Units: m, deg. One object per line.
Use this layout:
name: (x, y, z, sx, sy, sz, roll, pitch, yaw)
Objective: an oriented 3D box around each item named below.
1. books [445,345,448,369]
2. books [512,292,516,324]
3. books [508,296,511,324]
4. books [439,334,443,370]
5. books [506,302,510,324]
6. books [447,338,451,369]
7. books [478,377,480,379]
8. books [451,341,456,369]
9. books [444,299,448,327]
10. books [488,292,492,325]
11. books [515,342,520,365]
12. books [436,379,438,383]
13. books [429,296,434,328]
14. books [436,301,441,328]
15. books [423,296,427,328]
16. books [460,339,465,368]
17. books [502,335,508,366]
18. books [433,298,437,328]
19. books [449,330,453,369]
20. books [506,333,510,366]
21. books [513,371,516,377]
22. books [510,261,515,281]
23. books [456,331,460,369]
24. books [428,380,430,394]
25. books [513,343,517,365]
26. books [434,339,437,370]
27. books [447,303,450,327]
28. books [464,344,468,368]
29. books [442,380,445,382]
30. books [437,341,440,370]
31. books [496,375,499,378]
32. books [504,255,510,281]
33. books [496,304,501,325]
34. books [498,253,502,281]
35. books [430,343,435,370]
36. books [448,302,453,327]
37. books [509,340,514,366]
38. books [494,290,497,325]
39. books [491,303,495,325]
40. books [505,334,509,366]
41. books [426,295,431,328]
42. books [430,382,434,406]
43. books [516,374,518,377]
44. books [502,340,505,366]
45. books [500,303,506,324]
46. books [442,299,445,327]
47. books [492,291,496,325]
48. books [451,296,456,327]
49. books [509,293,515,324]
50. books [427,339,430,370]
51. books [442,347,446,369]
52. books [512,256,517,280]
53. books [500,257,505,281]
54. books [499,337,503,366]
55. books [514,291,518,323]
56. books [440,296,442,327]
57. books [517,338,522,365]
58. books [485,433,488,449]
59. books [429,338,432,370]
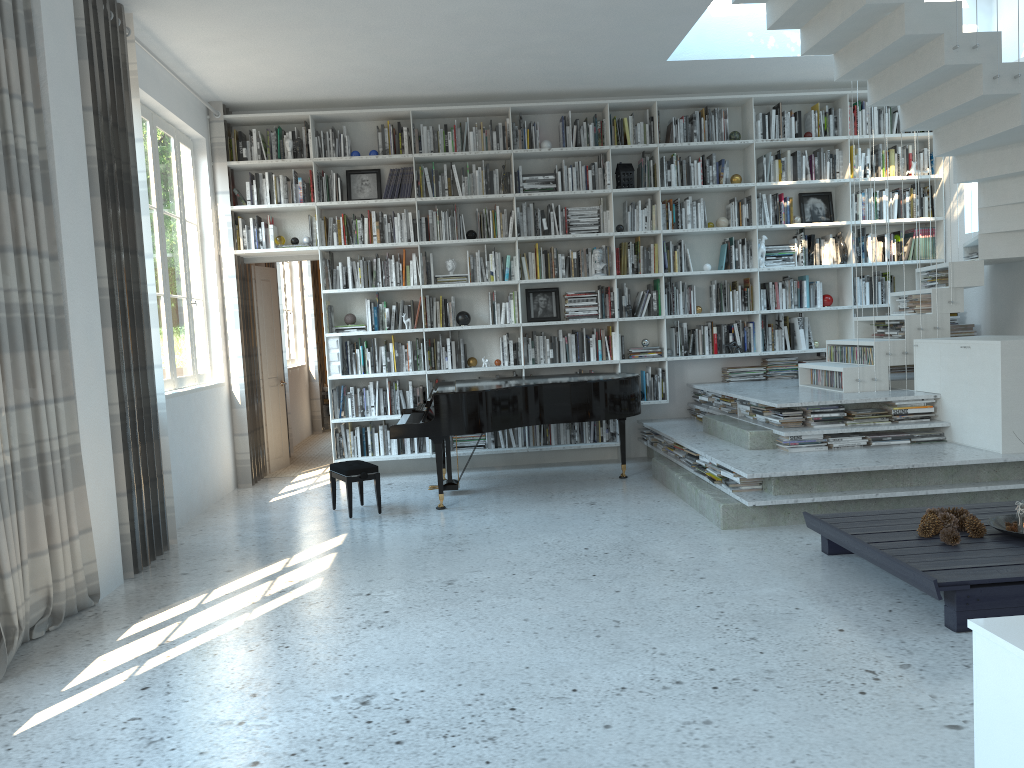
books: (-0.577, -0.240, 7.821, 0.021, 0.215, 0.171, -3, 4, -3)
books: (0.015, -0.671, 7.820, 0.011, 0.279, 0.187, -3, 4, -3)
books: (-0.023, -0.652, 7.822, 0.012, 0.245, 0.171, -3, 4, -3)
books: (-0.622, -0.287, 7.814, 0.014, 0.313, 0.166, -3, 4, -3)
books: (-0.040, -0.624, 7.833, 0.024, 0.188, 0.172, -3, 4, -3)
books: (-0.554, -0.268, 7.817, 0.027, 0.269, 0.185, -3, 4, -3)
books: (-0.284, 0.080, 7.875, 0.012, 0.285, 0.159, -3, 4, -3)
books: (-0.514, -0.257, 7.838, 0.029, 0.241, 0.135, -3, 4, -3)
books: (-0.580, -0.624, 7.816, 0.028, 0.248, 0.142, -3, 4, -3)
books: (-0.195, -0.663, 7.821, 0.012, 0.285, 0.159, -3, 4, -3)
books: (0.048, -0.269, 7.867, 0.024, 0.201, 0.158, -3, 4, -3)
books: (-0.654, 0.100, 7.852, 0.013, 0.288, 0.160, -3, 4, -3)
books: (-0.708, -0.629, 7.796, 0.026, 0.275, 0.154, -3, 4, -3)
books: (-0.645, -0.609, 7.797, 0.025, 0.228, 0.153, -3, 4, -3)
books: (-0.764, -0.631, 7.796, 0.012, 0.285, 0.159, -3, 4, -3)
books: (-0.437, -0.271, 7.824, 0.027, 0.261, 0.163, -3, 4, -3)
books: (-0.061, -0.297, 7.850, 0.027, 0.269, 0.158, -3, 4, -3)
books: (-0.677, -0.625, 7.791, 0.036, 0.263, 0.166, -3, 4, -3)
books: (-0.538, -0.306, 7.841, 0.013, 0.339, 0.137, -3, 4, -3)
books: (-0.032, -0.310, 7.861, 0.014, 0.291, 0.131, -3, 4, -3)
books: (0.027, 0.046, 7.879, 0.013, 0.320, 0.173, -3, 4, -3)
books: (0.001, -0.990, 7.817, 0.027, 0.181, 0.141, -3, 4, -3)
books: (-0.477, -0.302, 7.821, 0.050, 0.328, 0.166, -3, 4, -3)
books: (-0.725, 0.105, 7.852, 0.012, 0.285, 0.159, -3, 4, -3)
books: (0.020, -0.265, 7.878, 0.031, 0.195, 0.142, -3, 4, -3)
books: (-0.675, -0.263, 7.806, 0.012, 0.273, 0.181, -3, 4, -3)
books: (-0.558, -0.604, 7.799, 0.011, 0.208, 0.180, -3, 4, -3)
books: (-0.411, -0.249, 7.842, 0.023, 0.212, 0.160, -3, 4, -3)
books: (-0.602, 0.104, 7.864, 0.026, 0.274, 0.146, -3, 4, -3)
books: (-0.648, -0.253, 7.816, 0.042, 0.248, 0.162, -3, 4, -3)
books: (-0.123, 0.066, 7.894, 0.025, 0.294, 0.134, -3, 4, -3)
books: (-0.043, -1.010, 7.795, 0.060, 0.228, 0.179, -3, 4, -3)
books: (-0.123, -0.617, 7.839, 0.030, 0.183, 0.154, -3, 4, -3)
books: (-0.112, -1.022, 7.813, 0.022, 0.256, 0.152, -3, 4, -3)
books: (-0.695, -0.246, 7.814, 0.030, 0.239, 0.157, -3, 4, -3)
books: (-0.539, -0.609, 7.796, 0.028, 0.216, 0.175, -3, 4, -3)
books: (-0.009, -0.276, 7.856, 0.029, 0.221, 0.153, -3, 4, -3)
books: (-0.147, -0.673, 7.827, 0.012, 0.298, 0.166, -3, 4, -3)
books: (-0.173, -0.615, 7.821, 0.025, 0.186, 0.153, -3, 4, -3)
books: (-0.044, -0.303, 7.864, 0.010, 0.277, 0.155, -3, 4, -3)
books: (-0.733, -0.632, 7.789, 0.025, 0.285, 0.145, -3, 4, -3)
books: (-0.707, 0.114, 7.855, 0.023, 0.266, 0.134, -3, 4, -3)
books: (0.044, 0.059, 7.891, 0.021, 0.290, 0.160, -3, 4, -3)
books: (-0.082, -0.275, 7.868, 0.015, 0.225, 0.148, -3, 4, -3)
books: (-0.079, -0.621, 7.826, 0.057, 0.189, 0.156, -3, 4, -3)
books: (-0.600, -0.620, 7.799, 0.014, 0.244, 0.153, -3, 4, -3)
books: (-0.159, -0.669, 7.830, 0.011, 0.292, 0.155, -3, 4, -3)
books: (-0.514, -0.636, 7.810, 0.028, 0.266, 0.144, -3, 4, -3)
books: (-0.004, -0.666, 7.828, 0.027, 0.270, 0.178, -3, 4, -3)
books: (-0.731, -0.262, 7.823, 0.013, 0.276, 0.147, -3, 4, -3)
books: (-0.600, -0.230, 7.825, 0.024, 0.196, 0.156, -3, 4, -3)
books: (0.026, -1.010, 7.819, 0.026, 0.217, 0.126, -3, 4, -3)
books: (-0.087, -1.005, 7.816, 0.026, 0.219, 0.149, -3, 4, -3)
books: (-0.096, -0.288, 7.858, 0.012, 0.254, 0.160, -3, 4, -3)
books: (0.031, -0.674, 7.823, 0.021, 0.282, 0.161, -3, 4, -3)
books: (-0.620, -0.632, 7.776, 0.026, 0.274, 0.190, -3, 4, -3)
books: (0.067, -0.292, 7.892, 0.019, 0.242, 0.107, -3, 4, -3)
books: (-0.228, 0.444, 7.889, 0.012, 0.254, 0.160, -3, 4, -3)
books: (-0.718, -0.266, 7.814, 0.013, 0.283, 0.146, -3, 4, -3)
